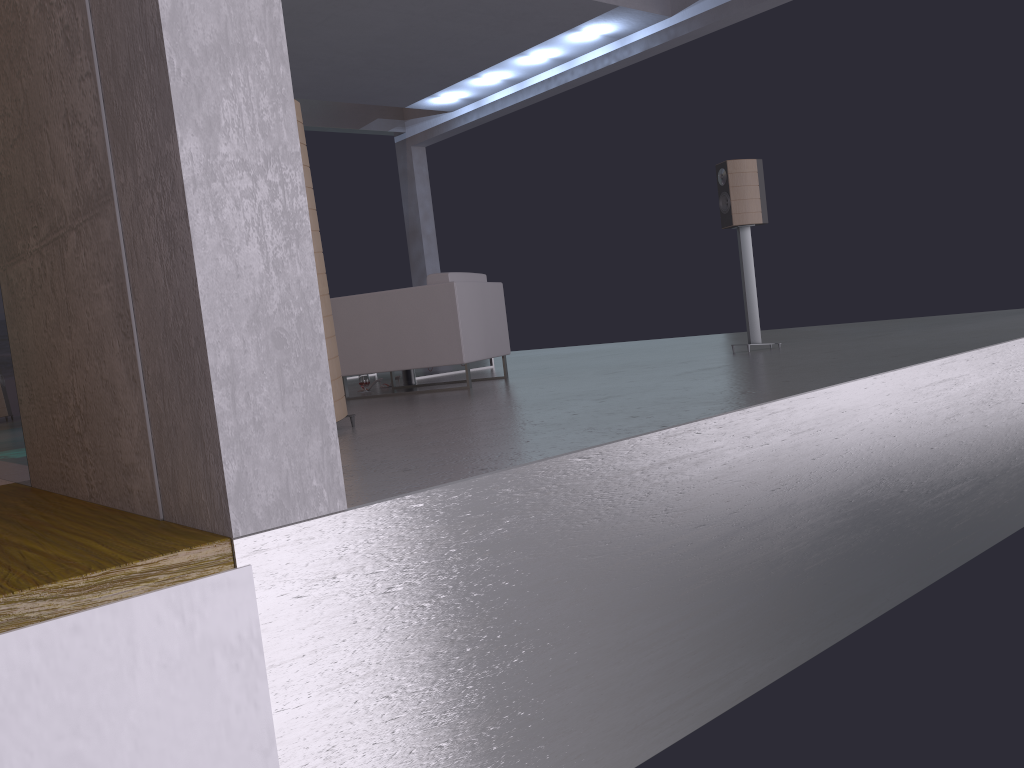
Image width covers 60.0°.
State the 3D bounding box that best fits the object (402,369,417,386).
[{"bbox_3d":[-0.853,-0.203,7.187,0.109,0.435,0.109,-8,4,-13],"label":"object"}]

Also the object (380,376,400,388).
[{"bbox_3d":[-1.004,-0.019,7.331,0.235,0.087,0.079,-5,4,27],"label":"object"}]

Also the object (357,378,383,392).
[{"bbox_3d":[-1.157,0.007,7.211,0.235,0.087,0.079,-6,4,17],"label":"object"}]

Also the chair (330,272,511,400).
[{"bbox_3d":[-0.665,-0.362,6.452,1.026,0.808,0.936,-5,4,20],"label":"chair"}]

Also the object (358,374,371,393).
[{"bbox_3d":[-1.164,-0.049,6.965,0.091,0.233,0.091,-8,4,-13],"label":"object"}]

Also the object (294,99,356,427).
[{"bbox_3d":[-0.944,-0.503,3.889,0.244,1.473,0.444,-6,4,5],"label":"object"}]

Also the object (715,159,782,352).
[{"bbox_3d":[1.716,-0.923,6.393,0.333,1.363,0.243,-7,4,-10],"label":"object"}]

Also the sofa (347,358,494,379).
[{"bbox_3d":[-1.312,-0.479,9.262,1.026,0.824,2.353,-10,5,-40],"label":"sofa"}]
